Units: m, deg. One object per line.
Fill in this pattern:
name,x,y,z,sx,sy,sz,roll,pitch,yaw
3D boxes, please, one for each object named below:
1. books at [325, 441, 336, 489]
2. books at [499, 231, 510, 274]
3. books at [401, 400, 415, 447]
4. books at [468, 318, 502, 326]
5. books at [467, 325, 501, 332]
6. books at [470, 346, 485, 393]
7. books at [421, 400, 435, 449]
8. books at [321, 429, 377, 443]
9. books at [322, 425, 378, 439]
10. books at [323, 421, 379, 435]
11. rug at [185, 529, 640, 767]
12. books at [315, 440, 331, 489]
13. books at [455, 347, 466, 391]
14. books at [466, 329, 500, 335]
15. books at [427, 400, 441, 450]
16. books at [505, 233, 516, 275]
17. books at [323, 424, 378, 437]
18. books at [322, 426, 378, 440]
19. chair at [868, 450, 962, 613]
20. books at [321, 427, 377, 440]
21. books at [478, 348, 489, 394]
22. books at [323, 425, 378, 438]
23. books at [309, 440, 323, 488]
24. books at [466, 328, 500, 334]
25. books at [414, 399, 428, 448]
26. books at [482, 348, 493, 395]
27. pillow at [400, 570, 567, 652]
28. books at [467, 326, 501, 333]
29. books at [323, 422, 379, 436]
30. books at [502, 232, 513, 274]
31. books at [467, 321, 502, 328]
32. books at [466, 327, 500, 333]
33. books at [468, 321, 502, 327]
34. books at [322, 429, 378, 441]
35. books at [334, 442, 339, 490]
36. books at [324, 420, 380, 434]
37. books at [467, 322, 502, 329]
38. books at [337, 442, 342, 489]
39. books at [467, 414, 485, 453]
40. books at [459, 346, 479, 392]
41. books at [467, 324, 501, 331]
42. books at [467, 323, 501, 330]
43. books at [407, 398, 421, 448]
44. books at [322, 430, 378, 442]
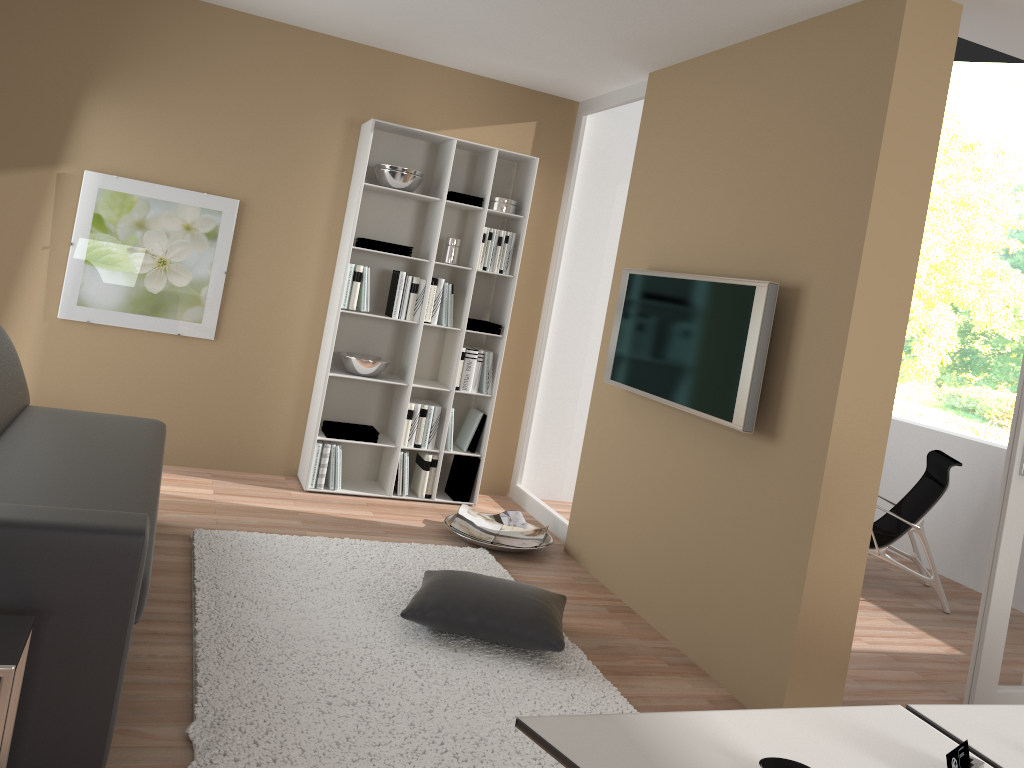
books,-1.057,0.457,5.122,0.059,0.260,0.209,10,2,-21
books,-0.078,-0.811,5.421,0.020,0.258,0.209,11,2,-21
books,-0.644,0.225,5.261,0.040,0.258,0.209,10,2,-21
books,-0.207,-0.389,5.438,0.209,0.006,0.301,8,7,-21
books,-0.214,-0.358,5.441,0.209,0.006,0.301,8,7,-21
books,-0.237,-0.091,5.412,0.040,0.258,0.209,10,2,-21
books,-0.532,0.241,5.310,0.040,0.258,0.209,10,2,-21
books,-0.958,0.307,5.174,0.295,0.007,0.213,8,7,-21
books,-0.952,0.280,5.176,0.295,0.006,0.213,8,7,-21
books,-0.946,0.259,5.176,0.295,0.007,0.213,8,7,-21
rug,-0.439,0.917,3.233,1.439,0.045,2.049,8,7,-21
books,-1.103,0.453,5.102,0.040,0.258,0.209,10,2,-21
books,-0.348,-0.105,5.360,0.040,0.258,0.209,10,2,-21
books,-0.220,-0.336,5.442,0.209,0.007,0.301,8,7,-21
books,-0.492,0.246,5.325,0.040,0.258,0.209,10,2,-21
books,-0.040,-0.806,5.437,0.020,0.258,0.209,11,2,-21
books,-0.952,0.268,5.179,0.295,0.008,0.213,8,7,-21
books,-0.953,0.285,5.176,0.295,0.006,0.213,8,7,-21
chair,1.881,0.702,5.314,1.441,0.825,0.691,11,2,14
books,-0.957,0.290,5.175,0.295,0.007,0.213,8,7,-23
books,-0.188,-0.083,5.426,0.059,0.260,0.210,10,2,-21
books,-0.952,0.274,5.174,0.295,0.006,0.213,8,7,-20
books,-1.148,0.446,5.091,0.040,0.258,0.209,10,2,-21
books,-0.218,-0.341,5.442,0.209,0.006,0.301,8,7,-21
books,-0.569,0.235,5.294,0.040,0.258,0.209,10,2,-21
books,-0.164,-0.080,5.435,0.059,0.260,0.209,10,2,-21
pillow,-0.091,0.862,3.400,0.610,0.209,0.583,11,5,4
books,-0.216,-0.353,5.444,0.209,0.007,0.301,8,7,-23
books,-0.951,0.263,5.179,0.295,0.008,0.213,8,7,-21
books,-0.060,-0.809,5.429,0.020,0.258,0.210,11,2,-21
books,-0.207,-0.379,5.443,0.209,0.008,0.301,8,7,-21
books,-0.217,-0.347,5.442,0.209,0.006,0.301,8,7,-21
books,-0.210,-0.384,5.439,0.209,0.007,0.301,8,7,-21
books,-0.956,0.296,5.176,0.295,0.006,0.213,8,7,-21
books,-1.032,0.463,5.127,0.057,0.258,0.210,10,2,-21
books,-0.944,0.253,5.178,0.295,0.006,0.213,8,7,-21
books,-0.208,-0.374,5.443,0.209,0.008,0.301,8,7,-21
books,-1.021,0.461,5.148,0.057,0.258,0.209,10,2,-21
books,-0.241,0.287,5.448,0.043,0.238,0.213,10,2,-21
books,-0.289,-0.097,5.378,0.076,0.258,0.210,10,2,-21
books,-0.213,-0.363,5.441,0.209,0.006,0.301,8,7,-21
books,-0.214,-0.369,5.442,0.209,0.006,0.301,8,7,-20
books,-0.608,0.230,5.282,0.040,0.258,0.209,10,2,-21
books,-0.957,0.302,5.176,0.295,0.006,0.213,8,7,-21
